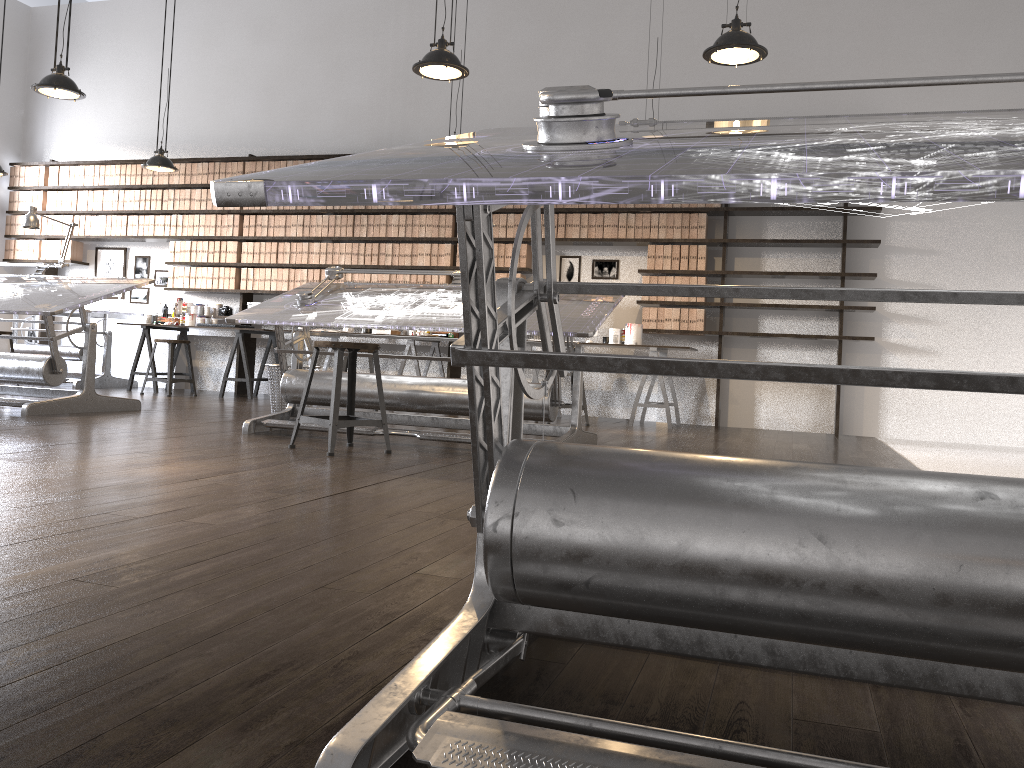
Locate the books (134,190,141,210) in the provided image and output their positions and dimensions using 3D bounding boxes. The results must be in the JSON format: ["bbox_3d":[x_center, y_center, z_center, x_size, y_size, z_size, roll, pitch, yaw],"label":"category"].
[{"bbox_3d":[-3.985,-1.965,9.558,0.067,0.226,0.174,2,-1,17],"label":"books"}]

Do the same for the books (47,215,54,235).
[{"bbox_3d":[-5.098,-1.761,9.903,0.067,0.226,0.174,2,-1,17],"label":"books"}]

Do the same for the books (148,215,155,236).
[{"bbox_3d":[-3.803,-1.679,9.487,0.067,0.226,0.174,2,-1,18],"label":"books"}]

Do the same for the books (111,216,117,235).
[{"bbox_3d":[-4.273,-1.706,9.641,0.067,0.226,0.174,2,-1,17],"label":"books"}]

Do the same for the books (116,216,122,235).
[{"bbox_3d":[-4.209,-1.703,9.624,0.067,0.226,0.174,2,-1,18],"label":"books"}]

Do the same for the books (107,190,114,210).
[{"bbox_3d":[-4.322,-1.985,9.669,0.067,0.226,0.174,2,-1,18],"label":"books"}]

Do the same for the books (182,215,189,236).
[{"bbox_3d":[-3.398,-1.663,9.366,0.067,0.226,0.174,2,-1,17],"label":"books"}]

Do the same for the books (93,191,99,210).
[{"bbox_3d":[-4.509,-1.996,9.731,0.067,0.226,0.174,2,-1,18],"label":"books"}]

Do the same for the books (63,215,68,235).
[{"bbox_3d":[-4.893,-1.750,9.839,0.067,0.226,0.174,2,-1,18],"label":"books"}]

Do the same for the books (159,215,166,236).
[{"bbox_3d":[-3.678,-1.672,9.451,0.067,0.226,0.174,2,-1,17],"label":"books"}]

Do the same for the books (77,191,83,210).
[{"bbox_3d":[-4.711,-2.008,9.796,0.067,0.226,0.174,2,-1,17],"label":"books"}]

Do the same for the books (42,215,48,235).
[{"bbox_3d":[-5.168,-1.765,9.922,0.067,0.226,0.174,2,-1,17],"label":"books"}]

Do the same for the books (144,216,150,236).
[{"bbox_3d":[-3.865,-1.683,9.513,0.067,0.226,0.174,2,-1,17],"label":"books"}]

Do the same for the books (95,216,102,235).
[{"bbox_3d":[-4.471,-1.718,9.703,0.067,0.226,0.174,2,-1,17],"label":"books"}]

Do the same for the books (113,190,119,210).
[{"bbox_3d":[-4.254,-1.981,9.645,0.067,0.226,0.174,2,-1,17],"label":"books"}]

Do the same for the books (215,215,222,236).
[{"bbox_3d":[-3.008,-1.640,9.241,0.067,0.226,0.174,2,-1,17],"label":"books"}]

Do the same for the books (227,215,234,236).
[{"bbox_3d":[-2.874,-1.632,9.194,0.067,0.226,0.174,2,-1,18],"label":"books"}]

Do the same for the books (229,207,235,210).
[{"bbox_3d":[-2.859,-1.900,9.203,0.067,0.226,0.174,2,-1,18],"label":"books"}]

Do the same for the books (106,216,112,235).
[{"bbox_3d":[-4.334,-1.710,9.656,0.067,0.226,0.174,2,-1,18],"label":"books"}]

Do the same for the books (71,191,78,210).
[{"bbox_3d":[-4.785,-2.012,9.814,0.067,0.226,0.174,2,-1,18],"label":"books"}]

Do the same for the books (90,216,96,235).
[{"bbox_3d":[-4.536,-1.722,9.728,0.067,0.226,0.174,2,-1,18],"label":"books"}]

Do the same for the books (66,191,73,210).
[{"bbox_3d":[-4.853,-2.016,9.841,0.067,0.226,0.174,2,-1,17],"label":"books"}]

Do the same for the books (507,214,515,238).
[{"bbox_3d":[0.014,-1.463,8.276,0.067,0.226,0.174,2,-1,18],"label":"books"}]

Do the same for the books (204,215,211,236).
[{"bbox_3d":[-3.136,-1.647,9.280,0.067,0.226,0.174,2,-1,17],"label":"books"}]

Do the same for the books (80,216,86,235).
[{"bbox_3d":[-4.671,-1.730,9.765,0.067,0.226,0.174,2,-1,17],"label":"books"}]

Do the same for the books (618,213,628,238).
[{"bbox_3d":[1.009,-1.405,7.955,0.067,0.226,0.174,2,-1,18],"label":"books"}]

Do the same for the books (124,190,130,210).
[{"bbox_3d":[-4.119,-1.973,9.608,0.067,0.226,0.174,2,-1,18],"label":"books"}]

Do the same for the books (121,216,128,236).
[{"bbox_3d":[-4.140,-1.699,9.596,0.067,0.226,0.174,2,-1,17],"label":"books"}]

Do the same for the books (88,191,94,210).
[{"bbox_3d":[-4.576,-2.000,9.753,0.067,0.226,0.174,2,-1,18],"label":"books"}]

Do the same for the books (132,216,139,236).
[{"bbox_3d":[-4.001,-1.690,9.553,0.067,0.226,0.174,2,-1,18],"label":"books"}]

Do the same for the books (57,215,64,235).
[{"bbox_3d":[-4.964,-1.754,9.863,0.067,0.226,0.174,2,-1,18],"label":"books"}]

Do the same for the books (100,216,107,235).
[{"bbox_3d":[-4.403,-1.714,9.678,0.067,0.226,0.174,2,-1,17],"label":"books"}]

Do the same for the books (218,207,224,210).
[{"bbox_3d":[-2.983,-1.907,9.239,0.067,0.226,0.174,2,-1,17],"label":"books"}]

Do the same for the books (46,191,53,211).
[{"bbox_3d":[-5.115,-2.031,9.921,0.067,0.226,0.174,2,-1,18],"label":"books"}]

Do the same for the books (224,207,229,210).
[{"bbox_3d":[-2.918,-1.903,9.223,0.067,0.226,0.174,2,-1,18],"label":"books"}]

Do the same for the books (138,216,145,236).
[{"bbox_3d":[-3.932,-1.687,9.535,0.067,0.226,0.174,2,-1,17],"label":"books"}]

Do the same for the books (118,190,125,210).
[{"bbox_3d":[-4.186,-1.977,9.627,0.067,0.226,0.174,2,-1,18],"label":"books"}]

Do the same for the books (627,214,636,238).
[{"bbox_3d":[1.079,-1.401,7.936,0.067,0.226,0.174,2,-1,18],"label":"books"}]

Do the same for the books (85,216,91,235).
[{"bbox_3d":[-4.603,-1.726,9.748,0.067,0.226,0.174,2,-1,18],"label":"books"}]

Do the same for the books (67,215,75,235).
[{"bbox_3d":[-4.834,-1.746,9.816,0.067,0.226,0.174,2,-1,17],"label":"books"}]

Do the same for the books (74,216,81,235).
[{"bbox_3d":[-4.749,-1.734,9.792,0.067,0.226,0.174,2,-1,17],"label":"books"}]

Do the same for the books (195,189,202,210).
[{"bbox_3d":[-3.251,-1.922,9.327,0.067,0.226,0.174,2,-1,17],"label":"books"}]

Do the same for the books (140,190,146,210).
[{"bbox_3d":[-3.917,-1.961,9.536,0.067,0.226,0.174,2,-1,18],"label":"books"}]

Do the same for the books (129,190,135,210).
[{"bbox_3d":[-4.053,-1.969,9.583,0.067,0.226,0.174,2,-1,17],"label":"books"}]

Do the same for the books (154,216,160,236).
[{"bbox_3d":[-3.738,-1.675,9.472,0.067,0.226,0.174,2,-1,17],"label":"books"}]

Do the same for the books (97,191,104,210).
[{"bbox_3d":[-4.446,-1.992,9.705,0.067,0.226,0.174,2,-1,17],"label":"books"}]

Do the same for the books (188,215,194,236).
[{"bbox_3d":[-3.332,-1.659,9.343,0.067,0.226,0.174,2,-1,17],"label":"books"}]

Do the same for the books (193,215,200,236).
[{"bbox_3d":[-3.266,-1.655,9.318,0.067,0.226,0.174,2,-1,18],"label":"books"}]

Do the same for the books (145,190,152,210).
[{"bbox_3d":[-3.855,-1.958,9.521,0.067,0.226,0.174,2,-1,17],"label":"books"}]

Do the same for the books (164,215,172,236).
[{"bbox_3d":[-3.610,-1.668,9.427,0.067,0.226,0.174,2,-1,18],"label":"books"}]

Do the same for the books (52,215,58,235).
[{"bbox_3d":[-5.030,-1.758,9.886,0.067,0.226,0.174,2,-1,18],"label":"books"}]

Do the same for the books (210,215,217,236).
[{"bbox_3d":[-3.074,-1.643,9.256,0.067,0.226,0.174,2,-1,18],"label":"books"}]

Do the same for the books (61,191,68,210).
[{"bbox_3d":[-4.916,-2.020,9.859,0.067,0.226,0.174,2,-1,18],"label":"books"}]

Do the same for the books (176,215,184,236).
[{"bbox_3d":[-3.465,-1.666,9.384,0.067,0.226,0.174,2,-1,18],"label":"books"}]

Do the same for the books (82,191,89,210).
[{"bbox_3d":[-4.645,-2.004,9.770,0.067,0.226,0.174,2,-1,17],"label":"books"}]

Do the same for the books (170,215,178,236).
[{"bbox_3d":[-3.535,-1.670,9.402,0.067,0.226,0.174,2,-1,18],"label":"books"}]

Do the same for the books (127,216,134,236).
[{"bbox_3d":[-4.067,-1.694,9.579,0.067,0.226,0.174,2,-1,18],"label":"books"}]

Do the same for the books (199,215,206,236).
[{"bbox_3d":[-3.196,-1.651,9.298,0.067,0.226,0.174,2,-1,17],"label":"books"}]

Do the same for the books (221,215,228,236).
[{"bbox_3d":[-2.940,-1.636,9.219,0.067,0.226,0.174,2,-1,17],"label":"books"}]

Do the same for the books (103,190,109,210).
[{"bbox_3d":[-4.382,-1.988,9.689,0.067,0.226,0.174,2,-1,18],"label":"books"}]
